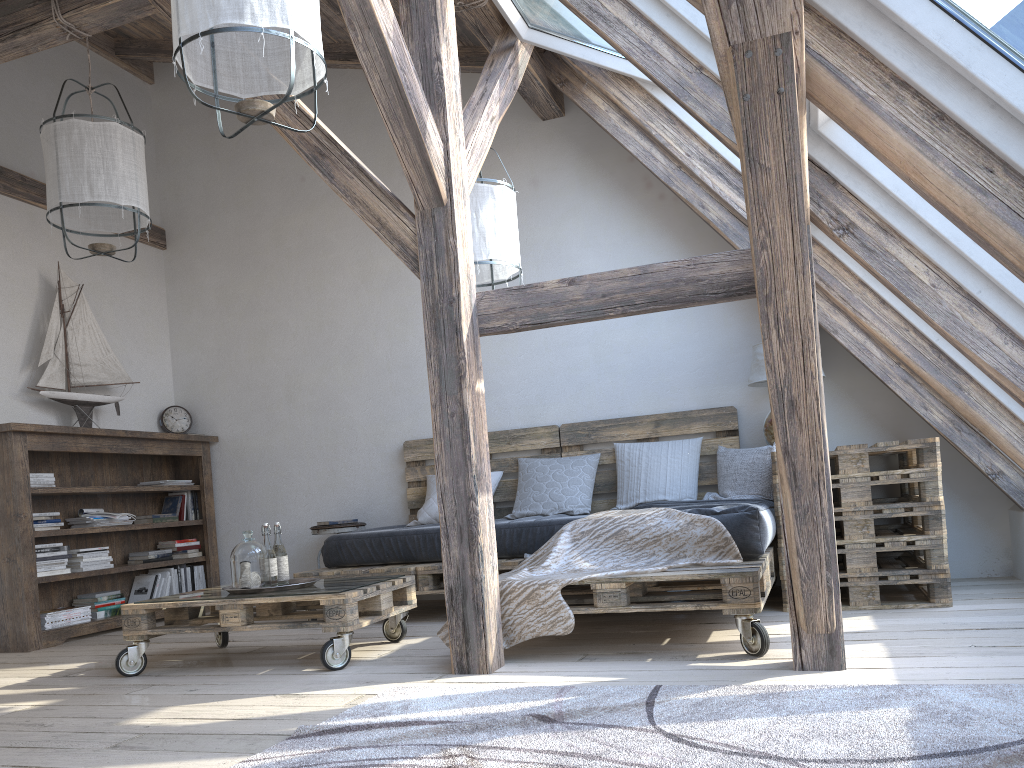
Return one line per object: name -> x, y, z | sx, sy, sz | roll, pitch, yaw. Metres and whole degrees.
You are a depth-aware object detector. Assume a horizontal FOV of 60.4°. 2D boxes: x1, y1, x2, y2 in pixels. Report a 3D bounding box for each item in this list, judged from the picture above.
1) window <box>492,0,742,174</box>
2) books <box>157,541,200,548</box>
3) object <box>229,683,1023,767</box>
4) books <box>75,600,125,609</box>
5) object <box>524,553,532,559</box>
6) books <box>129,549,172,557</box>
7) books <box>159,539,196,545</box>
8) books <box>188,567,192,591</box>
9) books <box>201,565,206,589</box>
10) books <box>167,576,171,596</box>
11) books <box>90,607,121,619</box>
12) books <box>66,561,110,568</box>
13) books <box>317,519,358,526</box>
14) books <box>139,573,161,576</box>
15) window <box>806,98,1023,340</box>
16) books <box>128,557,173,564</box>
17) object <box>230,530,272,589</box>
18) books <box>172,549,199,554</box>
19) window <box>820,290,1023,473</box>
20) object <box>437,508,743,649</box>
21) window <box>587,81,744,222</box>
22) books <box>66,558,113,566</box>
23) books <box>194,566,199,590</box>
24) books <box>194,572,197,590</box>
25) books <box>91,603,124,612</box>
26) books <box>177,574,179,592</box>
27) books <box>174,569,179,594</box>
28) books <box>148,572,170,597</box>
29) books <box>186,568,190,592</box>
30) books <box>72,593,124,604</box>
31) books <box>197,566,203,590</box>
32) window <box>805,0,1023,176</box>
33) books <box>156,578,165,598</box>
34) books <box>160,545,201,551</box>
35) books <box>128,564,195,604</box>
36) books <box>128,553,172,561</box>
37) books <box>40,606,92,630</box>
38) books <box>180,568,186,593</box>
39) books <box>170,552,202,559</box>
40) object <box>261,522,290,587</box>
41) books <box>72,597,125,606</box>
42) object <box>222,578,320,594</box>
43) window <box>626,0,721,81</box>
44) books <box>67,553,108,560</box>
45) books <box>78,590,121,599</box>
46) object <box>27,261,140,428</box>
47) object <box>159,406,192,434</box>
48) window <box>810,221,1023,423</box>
window -> 0.569, -1.281, 3.271 | 1.355, 1.271, 0.857 | -6, -3, 19
books -> -2.203, 1.062, 5.812 | 0.158, 0.021, 0.219 | -8, -8, 23
object -> 0.108, 0.674, 0.998 | 2.196, 0.056, 3.201 | -7, -8, 19
books -> -2.413, 1.291, 5.152 | 0.158, 0.021, 0.225 | -7, -8, 19
object -> 0.304, 0.911, 4.091 | 0.505, 0.275, 0.714 | -5, -7, 3
books -> -2.291, 1.071, 5.576 | 0.152, 0.024, 0.229 | -6, -8, 15
books -> -2.218, 1.045, 5.834 | 0.143, 0.019, 0.202 | -7, -8, 19
books -> -2.186, 1.322, 5.804 | 0.158, 0.219, 0.021 | -5, -1, 19
books -> -2.129, 1.331, 5.908 | 0.158, 0.219, 0.036 | -5, -1, 19
books -> -2.237, 1.316, 5.598 | 0.140, 0.182, 0.065 | -6, -1, 19
books -> -2.410, 1.341, 5.151 | 0.174, 0.038, 0.224 | -7, -8, 19
books -> -2.454, 1.041, 5.057 | 0.158, 0.017, 0.220 | -7, -8, 19
books -> -1.081, 0.856, 5.446 | 0.204, 0.021, 0.151 | 2, -10, -42
books -> -2.300, 1.301, 5.534 | 0.158, 0.205, 0.107 | -6, -2, 19
window -> 1.255, -0.302, 2.081 | 1.100, 1.271, 0.857 | -6, -3, 19
books -> -2.289, 1.116, 5.566 | 0.153, 0.024, 0.228 | -8, -8, 27
object -> -1.068, 0.719, 3.587 | 0.155, 0.246, 0.157 | -4, -3, -13
books -> -2.199, 1.109, 5.808 | 0.205, 0.021, 0.151 | -6, -7, 8
window -> 1.859, -0.119, 3.819 | 1.100, 1.271, 0.857 | -6, -3, 19
object -> 0.299, 0.721, 3.278 | 1.008, 0.471, 0.818 | 1, -8, -41
window -> 0.828, -1.185, 4.155 | 1.100, 1.271, 0.857 | -6, -3, 19
books -> -2.449, 1.026, 5.073 | 0.158, 0.017, 0.220 | -8, -8, 24
books -> -2.164, 1.328, 5.867 | 0.158, 0.219, 0.021 | -5, -1, 19
books -> -2.152, 1.341, 5.841 | 0.140, 0.184, 0.018 | -6, -1, 19
books -> -2.411, 1.312, 5.152 | 0.158, 0.021, 0.226 | -6, -8, 14
books -> -2.210, 1.323, 5.675 | 0.140, 0.184, 0.018 | -6, -1, 19
books -> -2.216, 1.304, 5.657 | 0.158, 0.219, 0.017 | -5, -1, 19
books -> -2.253, 1.298, 5.566 | 0.158, 0.211, 0.090 | -6, -2, 19
books -> -2.180, 1.316, 5.762 | 0.158, 0.219, 0.017 | -5, -1, 19
books -> -2.427, 1.258, 5.165 | 0.175, 0.025, 0.222 | -6, -8, 14
books -> -2.140, 1.329, 5.882 | 0.158, 0.219, 0.021 | -5, -1, 19
window -> 0.952, -0.393, 1.213 | 1.100, 1.271, 0.857 | -6, -3, 19
books -> -2.264, 1.313, 5.534 | 0.140, 0.174, 0.094 | -6, -2, 19
books -> -2.193, 1.086, 5.817 | 0.162, 0.026, 0.203 | -8, -8, 27
books -> -2.250, 1.293, 5.647 | 0.202, 0.247, 0.412 | -6, -6, 19
books -> -2.290, 1.093, 5.574 | 0.160, 0.023, 0.212 | -7, -8, 19
books -> -2.512, 1.282, 4.827 | 0.239, 0.087, 0.318 | -7, -7, 18
books -> -2.199, 1.312, 5.726 | 0.158, 0.219, 0.021 | -5, -1, 19
books -> -2.189, 1.135, 5.812 | 0.219, 0.030, 0.162 | -6, -7, 12
object -> -1.015, 0.725, 3.743 | 0.071, 0.266, 0.154 | -5, -2, 19
books -> -2.424, 1.277, 5.165 | 0.174, 0.013, 0.230 | -8, -8, 22
object -> -0.994, 0.837, 3.644 | 0.398, 0.021, 0.395 | -10, -10, 38
window -> 0.224, -1.367, 2.417 | 1.100, 1.271, 0.857 | -6, -3, 19
books -> -2.449, 0.995, 5.065 | 0.140, 0.018, 0.185 | -7, -8, 19
books -> -2.423, 1.236, 5.170 | 0.133, 0.021, 0.200 | -7, -8, 18
object -> -2.521, -0.204, 5.192 | 0.141, 0.988, 0.790 | -5, -3, 24
object -> -2.285, 0.251, 5.985 | 0.204, 0.208, 0.083 | -2, -3, -35
window -> 1.557, -0.210, 2.950 | 1.100, 1.271, 0.857 | -6, -3, 19
